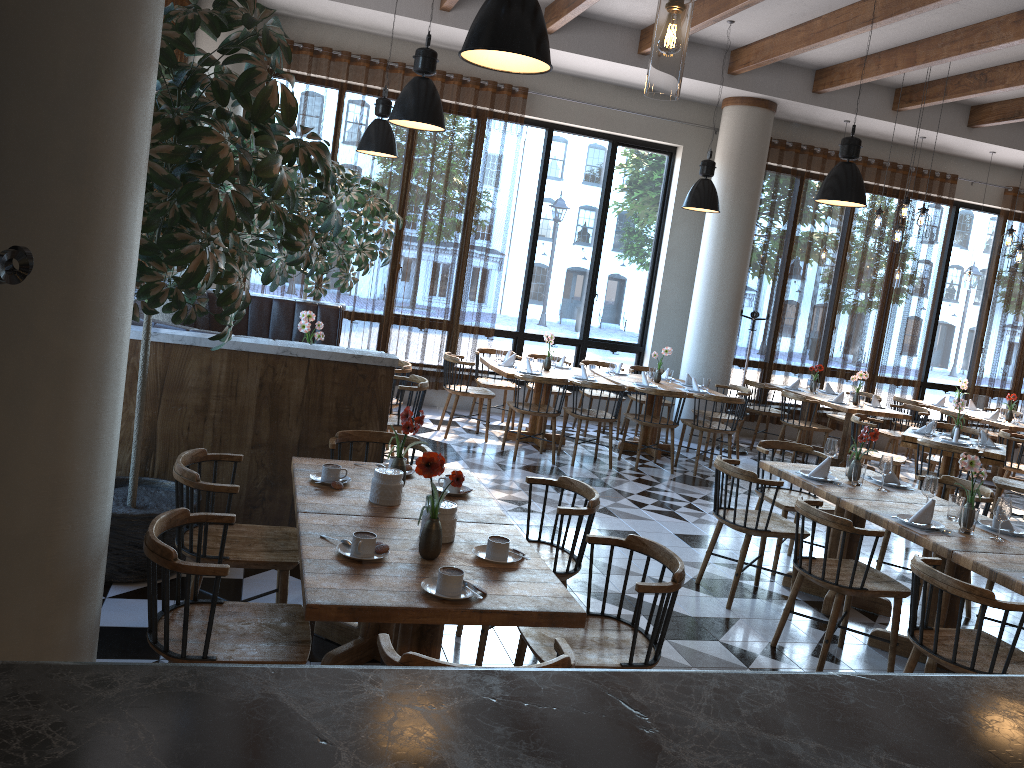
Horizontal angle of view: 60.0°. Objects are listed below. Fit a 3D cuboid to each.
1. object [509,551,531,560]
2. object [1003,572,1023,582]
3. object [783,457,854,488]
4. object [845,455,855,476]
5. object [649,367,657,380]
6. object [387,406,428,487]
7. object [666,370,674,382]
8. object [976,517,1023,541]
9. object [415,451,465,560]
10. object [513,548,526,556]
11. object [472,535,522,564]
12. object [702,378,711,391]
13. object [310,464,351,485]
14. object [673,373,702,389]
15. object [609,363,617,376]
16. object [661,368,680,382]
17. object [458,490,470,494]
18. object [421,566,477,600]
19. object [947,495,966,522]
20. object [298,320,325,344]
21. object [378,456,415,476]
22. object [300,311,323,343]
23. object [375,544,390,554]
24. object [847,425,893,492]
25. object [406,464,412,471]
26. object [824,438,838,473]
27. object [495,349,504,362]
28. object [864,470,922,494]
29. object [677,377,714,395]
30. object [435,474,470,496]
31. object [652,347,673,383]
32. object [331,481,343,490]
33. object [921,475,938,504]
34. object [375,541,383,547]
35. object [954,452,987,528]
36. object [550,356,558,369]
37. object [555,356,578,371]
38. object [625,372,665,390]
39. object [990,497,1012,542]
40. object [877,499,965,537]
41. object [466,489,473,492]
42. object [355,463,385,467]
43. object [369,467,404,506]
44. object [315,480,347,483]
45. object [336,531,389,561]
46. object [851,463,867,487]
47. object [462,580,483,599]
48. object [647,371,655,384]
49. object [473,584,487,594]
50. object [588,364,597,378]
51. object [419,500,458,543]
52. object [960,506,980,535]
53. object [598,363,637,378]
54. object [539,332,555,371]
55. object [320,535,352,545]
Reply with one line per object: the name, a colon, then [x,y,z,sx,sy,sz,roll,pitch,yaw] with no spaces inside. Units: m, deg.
object: [0.005,0.603,3.142,0.156,0.012,0.034,14,9,36]
object: [2.337,0.801,3.756,0.271,0.136,0.354,6,8,-16]
object: [1.883,0.511,5.424,0.271,0.136,0.354,6,8,-16]
object: [2.163,0.525,5.639,0.080,0.131,0.080,10,6,14]
object: [1.536,-0.112,9.692,0.080,0.131,0.080,5,7,-31]
object: [-0.451,0.278,3.830,0.156,0.354,0.171,12,7,32]
object: [1.724,-0.087,9.707,0.080,0.131,0.080,5,7,-31]
object: [2.619,0.713,4.708,0.271,0.136,0.354,6,8,-16]
object: [-0.270,0.411,3.037,0.156,0.354,0.172,5,7,-30]
object: [0.025,0.602,3.177,0.053,0.025,0.049,15,10,42]
object: [-0.050,0.578,3.114,0.176,0.066,0.176,13,9,35]
object: [2.053,0.005,9.377,0.080,0.131,0.080,5,7,-31]
object: [-0.773,0.383,3.785,0.176,0.066,0.176,12,8,29]
object: [1.946,-0.043,9.602,0.271,0.136,0.354,6,8,-16]
object: [1.084,-0.156,9.536,0.080,0.131,0.080,5,7,-31]
object: [1.719,-0.121,9.936,0.351,0.136,0.273,6,7,-16]
object: [-0.208,0.471,3.872,0.050,0.023,0.052,6,8,-20]
object: [-0.191,0.609,2.732,0.175,0.066,0.177,5,8,-24]
object: [2.394,0.673,4.787,0.080,0.131,0.080,10,6,14]
object: [-1.516,-0.273,6.615,0.147,0.398,0.206,13,7,41]
object: [-0.531,0.377,4.097,0.175,0.066,0.177,4,8,-30]
object: [-1.700,-0.412,7.449,0.206,0.398,0.147,7,6,-11]
object: [-0.439,0.557,2.992,0.052,0.023,0.050,9,7,7]
object: [2.192,0.445,5.420,0.166,0.354,0.297,7,6,-11]
object: [-0.495,0.392,4.155,0.052,0.023,0.051,6,8,-18]
object: [2.035,0.459,5.673,0.081,0.214,0.081,12,7,37]
object: [-0.135,-0.289,9.219,0.080,0.131,0.080,5,7,-31]
object: [2.387,0.565,5.559,0.271,0.136,0.354,6,8,-16]
object: [1.906,0.010,9.164,0.351,0.136,0.273,6,7,-16]
object: [-0.262,0.441,3.906,0.175,0.066,0.176,8,7,-1]
object: [1.585,-0.209,9.457,0.206,0.398,0.147,7,6,-11]
object: [-0.730,0.423,3.700,0.053,0.025,0.049,3,9,-38]
object: [2.266,0.607,4.822,0.081,0.214,0.081,12,7,37]
object: [-0.463,0.553,3.016,0.052,0.023,0.050,9,7,7]
object: [2.382,0.556,4.631,0.147,0.398,0.206,12,7,32]
object: [0.437,-0.229,9.384,0.080,0.131,0.080,5,7,-31]
object: [0.537,-0.245,9.597,0.351,0.136,0.273,6,7,-16]
object: [1.358,-0.047,9.006,0.351,0.136,0.273,6,7,-16]
object: [2.473,0.684,4.478,0.081,0.214,0.082,6,6,-25]
object: [2.115,0.659,4.572,0.271,0.136,0.354,6,8,-16]
object: [-0.197,0.471,3.904,0.050,0.023,0.052,6,8,-20]
object: [-0.663,0.375,4.127,0.155,0.023,0.034,10,7,11]
object: [-0.508,0.416,3.602,0.130,0.128,0.130,12,7,28]
object: [-0.760,0.414,3.725,0.155,0.012,0.034,1,10,-44]
object: [-0.495,0.536,2.956,0.175,0.066,0.176,8,7,-3]
object: [2.104,0.551,5.380,0.080,0.131,0.080,10,6,19]
object: [-0.130,0.638,2.738,0.034,0.012,0.156,3,9,-33]
object: [1.441,-0.063,9.232,0.080,0.131,0.080,5,7,-31]
object: [-0.100,0.640,2.764,0.049,0.025,0.053,5,8,-27]
object: [0.816,-0.129,9.053,0.080,0.131,0.080,5,7,-31]
object: [-0.266,0.500,3.238,0.130,0.128,0.130,12,7,28]
object: [2.336,0.699,4.528,0.080,0.131,0.080,8,6,-1]
object: [1.172,-0.178,9.779,0.351,0.136,0.273,6,7,-16]
object: [0.362,-0.340,9.123,0.146,0.398,0.208,7,6,-17]
object: [-0.603,0.530,3.037,0.156,0.023,0.034,14,9,36]
